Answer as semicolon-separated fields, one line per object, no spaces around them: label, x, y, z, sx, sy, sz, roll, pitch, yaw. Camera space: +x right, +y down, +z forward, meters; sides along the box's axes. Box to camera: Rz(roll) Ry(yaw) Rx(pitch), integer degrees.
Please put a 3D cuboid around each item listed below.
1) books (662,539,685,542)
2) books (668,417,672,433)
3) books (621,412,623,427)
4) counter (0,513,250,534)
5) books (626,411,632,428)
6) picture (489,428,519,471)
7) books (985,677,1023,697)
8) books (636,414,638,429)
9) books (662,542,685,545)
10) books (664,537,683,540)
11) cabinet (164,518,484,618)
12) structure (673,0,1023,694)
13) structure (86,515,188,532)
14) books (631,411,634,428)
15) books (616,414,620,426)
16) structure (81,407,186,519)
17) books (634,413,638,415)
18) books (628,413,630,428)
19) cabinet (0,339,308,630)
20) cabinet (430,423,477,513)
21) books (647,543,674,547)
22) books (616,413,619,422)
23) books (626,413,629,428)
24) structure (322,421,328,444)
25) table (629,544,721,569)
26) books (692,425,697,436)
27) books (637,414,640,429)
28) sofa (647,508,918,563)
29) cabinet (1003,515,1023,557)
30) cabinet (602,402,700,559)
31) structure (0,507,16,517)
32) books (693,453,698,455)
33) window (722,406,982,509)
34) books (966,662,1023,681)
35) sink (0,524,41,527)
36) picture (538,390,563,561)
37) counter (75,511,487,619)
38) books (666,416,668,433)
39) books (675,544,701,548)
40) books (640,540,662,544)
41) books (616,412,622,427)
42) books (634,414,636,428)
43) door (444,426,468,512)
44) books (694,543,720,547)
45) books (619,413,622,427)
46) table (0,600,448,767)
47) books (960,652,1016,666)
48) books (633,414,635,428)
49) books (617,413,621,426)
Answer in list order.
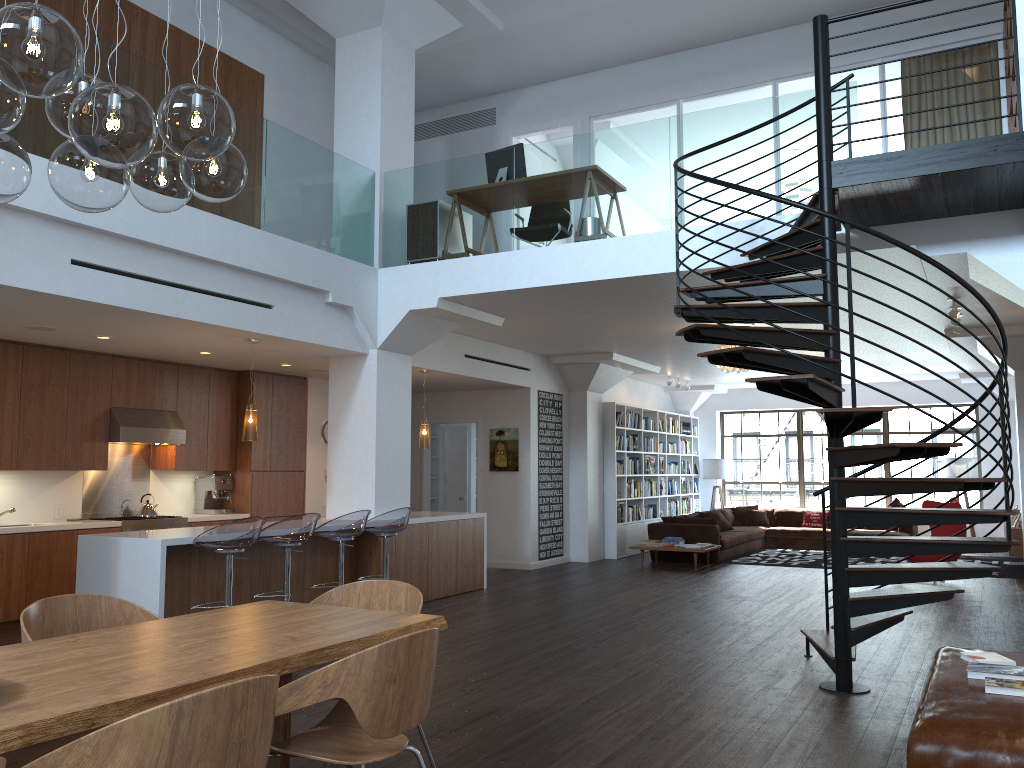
books;2.377;2.303;13.054;0.279;0.035;0.191;-4;-7;38
books;2.847;0.764;16.332;0.176;0.290;0.053;-3;-6;28
books;1.683;0.568;14.161;0.170;0.251;0.118;-3;-6;28
counter;-4.263;1.316;8.237;0.600;0.050;4.387;-3;-6;28
books;1.863;0.584;14.500;0.176;0.293;0.125;-3;-6;28
picture;-0.112;0.924;12.441;0.450;0.600;0.030;-3;-6;28
books;2.033;1.224;3.573;0.224;0.032;0.161;-3;-6;28
books;1.991;0.629;14.716;0.174;0.243;0.085;-3;-6;28
books;2.379;2.338;13.045;0.312;0.037;0.216;-2;-6;18
books;2.380;2.271;13.053;0.224;0.027;0.157;-4;-7;33
cabinet;-1.778;1.764;8.424;0.898;0.796;4.493;-3;-6;28
structure;2.062;-0.281;5.714;1.998;4.352;1.998;1;-6;-11
structure;-3.808;1.815;8.980;0.662;0.919;0.811;-3;-6;28
books;1.889;0.591;14.557;0.197;0.290;0.136;-3;-6;28
books;1.598;0.576;14.008;0.167;0.210;0.162;-3;-6;28
structure;-3.867;0.820;9.110;0.529;1.110;0.811;-3;-6;28
books;1.996;0.624;14.775;0.180;0.265;0.103;-3;-6;28
books;1.827;0.600;14.418;0.174;0.242;0.105;-3;-6;28
cabinet;-4.047;0.942;8.678;0.598;2.499;5.299;-3;-6;28
cabinet;-0.938;1.275;14.541;0.527;2.991;2.630;-3;-6;28
books;2.127;2.308;12.726;0.340;0.035;0.236;4;-7;-37
books;1.563;0.564;13.925;0.182;0.215;0.188;-3;-6;28
books;1.798;0.592;14.373;0.170;0.251;0.118;-3;-6;28
structure;-2.305;0.615;11.279;0.040;0.300;0.300;-3;-6;28
table;2.345;2.462;12.733;1.100;0.271;0.853;-3;-6;28
books;3.619;0.931;17.724;0.140;0.231;0.042;-3;-6;28
books;2.038;0.632;14.806;0.182;0.255;0.077;-3;-6;28
sofa;4.556;2.433;14.435;3.481;0.664;4.197;-3;-6;28
cabinet;7.494;2.171;12.996;0.459;0.350;4.501;-3;-6;28
cabinet;2.464;1.685;15.761;0.461;2.414;4.500;-3;-6;28
structure;-4.579;1.185;7.960;0.263;0.155;0.064;-1;-6;12
books;3.497;1.383;17.535;0.197;0.035;0.284;3;-7;-32
window;6.357;1.440;17.035;4.648;1.905;0.114;-3;-6;28
books;2.108;1.248;3.832;0.247;0.040;0.185;-3;-7;31
sink;-4.456;1.335;7.855;0.440;0.137;0.740;-3;-6;28
picture;0.566;1.305;12.779;0.021;2.380;0.800;-3;-6;28
counter;-1.742;1.558;6.572;3.039;0.860;8.182;0;-6;-1
books;2.762;0.740;16.130;0.140;0.298;0.044;-3;-6;28
books;2.476;2.287;12.528;0.231;0.040;0.342;2;-6;-22
books;2.071;2.344;13.143;0.241;0.045;0.334;-3;-6;30
books;1.662;0.566;14.123;0.159;0.248;0.089;-3;-6;28
books;1.953;0.618;14.638;0.182;0.253;0.098;-3;-6;28
door;-1.048;1.675;13.818;0.826;2.032;0.174;-3;-6;28
books;2.776;2.310;12.757;0.350;0.035;0.256;4;-7;-36
books;1.654;0.576;14.091;0.161;0.222;0.084;-3;-6;28
table;-1.608;1.177;2.143;1.012;0.750;3.803;-3;-6;28
books;2.215;1.284;4.135;0.161;0.031;0.223;-1;-6;6
books;1.935;0.617;14.610;0.159;0.248;0.089;-3;-6;28
books;1.636;0.576;14.062;0.161;0.218;0.101;-3;-6;28
